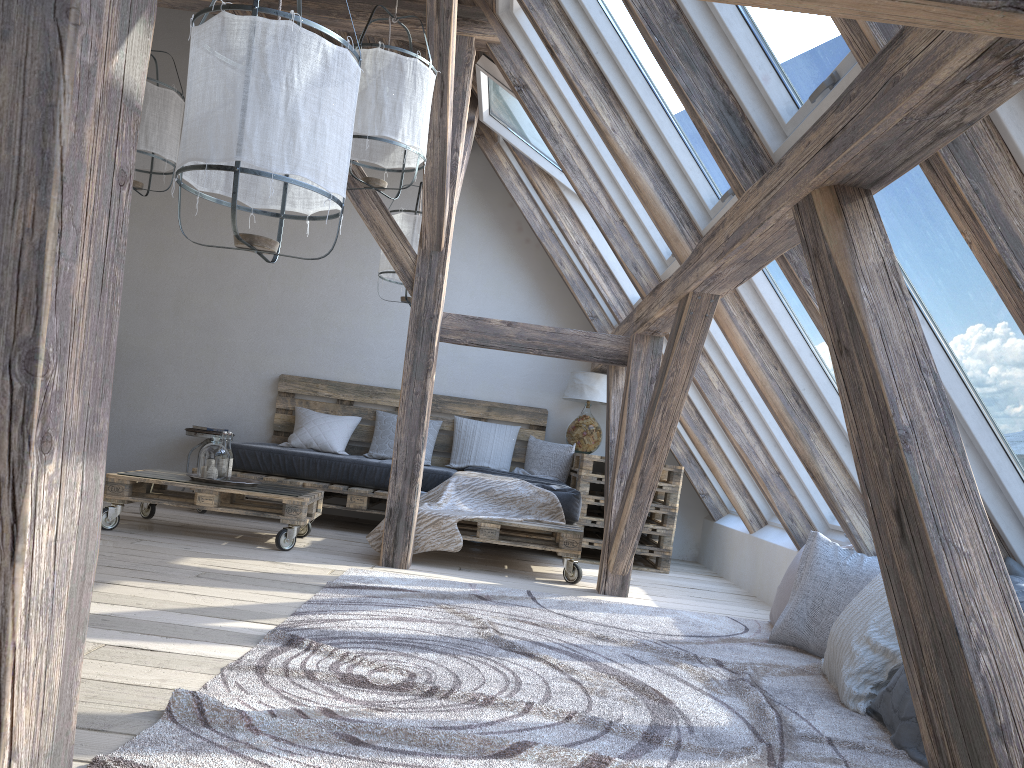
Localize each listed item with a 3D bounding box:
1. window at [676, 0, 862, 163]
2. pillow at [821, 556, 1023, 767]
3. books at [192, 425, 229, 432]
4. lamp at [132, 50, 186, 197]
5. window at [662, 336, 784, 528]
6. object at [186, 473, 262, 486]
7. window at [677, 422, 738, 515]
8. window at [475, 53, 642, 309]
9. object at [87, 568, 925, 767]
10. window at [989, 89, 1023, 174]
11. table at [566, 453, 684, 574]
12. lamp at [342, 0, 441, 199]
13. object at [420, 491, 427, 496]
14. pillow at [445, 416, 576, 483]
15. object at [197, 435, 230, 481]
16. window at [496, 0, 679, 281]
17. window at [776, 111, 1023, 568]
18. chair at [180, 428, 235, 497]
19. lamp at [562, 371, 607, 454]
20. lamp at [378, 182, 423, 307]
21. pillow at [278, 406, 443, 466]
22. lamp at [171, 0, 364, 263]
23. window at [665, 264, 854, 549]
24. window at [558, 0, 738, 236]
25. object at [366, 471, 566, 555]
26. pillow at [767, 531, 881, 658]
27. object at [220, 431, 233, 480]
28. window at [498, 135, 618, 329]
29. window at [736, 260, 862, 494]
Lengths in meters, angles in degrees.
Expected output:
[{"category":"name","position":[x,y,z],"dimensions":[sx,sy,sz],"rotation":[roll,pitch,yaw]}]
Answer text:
[{"category":"window","position":[0.416,-1.372,2.125],"dimensions":[1.096,1.281,0.853],"rotation":[7,1,-1]},{"category":"pillow","position":[1.303,0.781,2.682],"dimensions":[0.467,0.563,1.273],"rotation":[7,-3,1]},{"category":"books","position":[-2.194,0.327,6.404],"dimensions":[0.149,0.021,0.206],"rotation":[5,-5,29]},{"category":"lamp","position":[-1.868,-1.532,4.459],"dimensions":[0.403,1.087,0.402],"rotation":[9,3,41]},{"category":"window","position":[1.222,0.139,4.960],"dimensions":[1.096,1.281,0.853],"rotation":[7,1,-1]},{"category":"object","position":[-1.553,0.520,4.752],"dimensions":[0.393,0.022,0.397],"rotation":[6,-4,19]},{"category":"window","position":[1.213,0.205,5.879],"dimensions":[1.096,1.281,0.853],"rotation":[7,1,-1]},{"category":"window","position":[0.434,-1.169,4.882],"dimensions":[1.350,1.281,0.853],"rotation":[7,1,-1]},{"category":"object","position":[0.313,0.890,2.663],"dimensions":[2.187,0.056,3.190],"rotation":[7,-4,0]},{"category":"window","position":[1.260,-0.123,1.286],"dimensions":[1.096,1.281,0.853],"rotation":[7,1,-1]},{"category":"table","position":[0.728,0.875,6.175],"dimensions":[0.675,0.703,1.017],"rotation":[7,-2,0]},{"category":"lamp","position":[-0.492,-1.452,3.602],"dimensions":[0.409,1.309,0.396],"rotation":[6,3,-24]},{"category":"object","position":[-0.513,0.837,5.624],"dimensions":[0.507,0.277,0.706],"rotation":[8,-3,-16]},{"category":"pillow","position":[-0.001,0.482,6.460],"dimensions":[0.963,0.401,0.388],"rotation":[7,-1,16]},{"category":"object","position":[-1.579,0.394,4.669],"dimensions":[0.157,0.248,0.154],"rotation":[7,1,-32]},{"category":"window","position":[0.398,-1.241,3.962],"dimensions":[1.096,1.281,0.853],"rotation":[7,1,-1]},{"category":"window","position":[1.250,-0.057,2.205],"dimensions":[1.096,1.281,0.853],"rotation":[7,1,-1]},{"category":"chair","position":[-2.237,0.597,6.439],"dimensions":[0.353,0.522,0.353],"rotation":[7,1,3]},{"category":"lamp","position":[0.447,0.577,6.661],"dimensions":[0.391,1.288,0.818],"rotation":[7,1,-15]},{"category":"lamp","position":[-0.523,-1.234,5.236],"dimensions":[0.396,1.523,0.409],"rotation":[10,3,41]},{"category":"pillow","position":[-1.093,0.350,6.410],"dimensions":[1.130,0.356,0.350],"rotation":[8,0,-1]},{"category":"lamp","position":[-0.516,-1.266,2.125],"dimensions":[0.396,1.902,0.409],"rotation":[10,4,41]},{"category":"window","position":[1.231,0.074,4.042],"dimensions":[1.096,1.281,0.853],"rotation":[7,1,-1]},{"category":"window","position":[0.407,-1.306,3.044],"dimensions":[1.096,1.281,0.853],"rotation":[7,1,-1]},{"category":"object","position":[-0.227,0.736,4.858],"dimensions":[0.805,0.474,1.017],"rotation":[6,-3,29]},{"category":"pillow","position":[1.314,0.890,3.676],"dimensions":[0.436,0.525,1.131],"rotation":[7,-3,-8]},{"category":"object","position":[-1.580,0.395,4.834],"dimensions":[0.071,0.268,0.153],"rotation":[7,1,0]},{"category":"window","position":[0.379,-1.110,5.799],"dimensions":[1.096,1.281,0.853],"rotation":[7,1,-1]},{"category":"window","position":[1.241,0.008,3.123],"dimensions":[1.096,1.281,0.853],"rotation":[7,1,-1]}]
